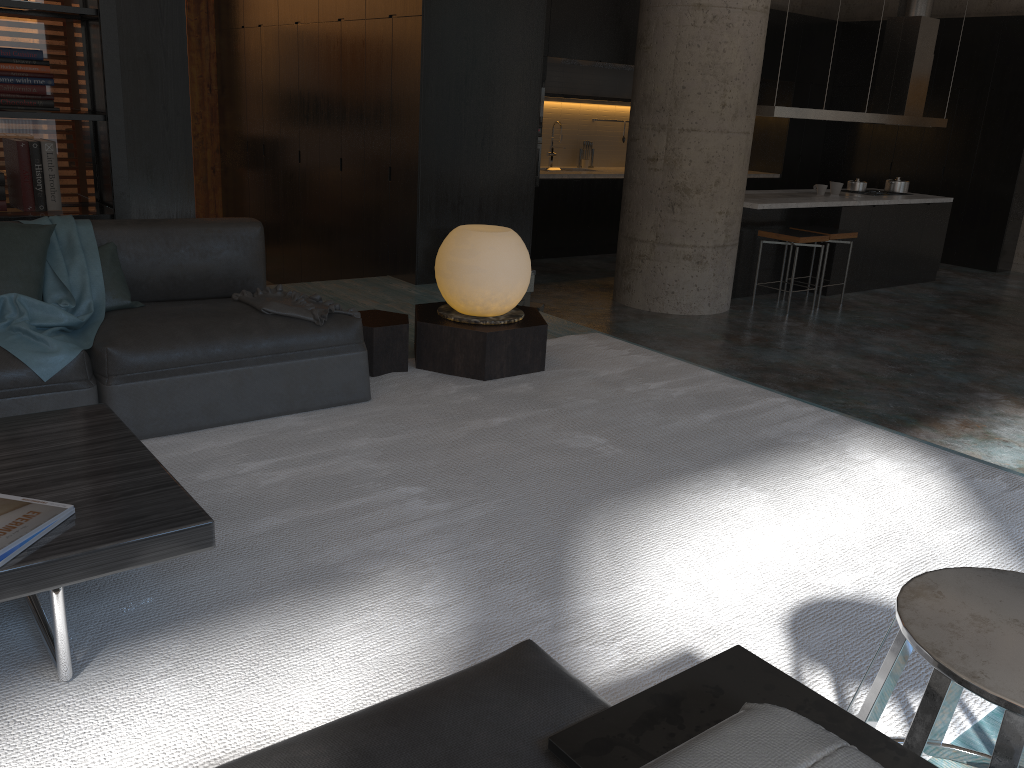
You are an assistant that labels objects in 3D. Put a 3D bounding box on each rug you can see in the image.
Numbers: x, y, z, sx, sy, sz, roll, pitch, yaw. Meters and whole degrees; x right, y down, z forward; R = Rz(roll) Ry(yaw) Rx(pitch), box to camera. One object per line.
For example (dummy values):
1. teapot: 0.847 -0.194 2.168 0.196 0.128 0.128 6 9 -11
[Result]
1. rug: -1.696 0.644 1.670 7.768 0.032 2.954 -10 22 -36

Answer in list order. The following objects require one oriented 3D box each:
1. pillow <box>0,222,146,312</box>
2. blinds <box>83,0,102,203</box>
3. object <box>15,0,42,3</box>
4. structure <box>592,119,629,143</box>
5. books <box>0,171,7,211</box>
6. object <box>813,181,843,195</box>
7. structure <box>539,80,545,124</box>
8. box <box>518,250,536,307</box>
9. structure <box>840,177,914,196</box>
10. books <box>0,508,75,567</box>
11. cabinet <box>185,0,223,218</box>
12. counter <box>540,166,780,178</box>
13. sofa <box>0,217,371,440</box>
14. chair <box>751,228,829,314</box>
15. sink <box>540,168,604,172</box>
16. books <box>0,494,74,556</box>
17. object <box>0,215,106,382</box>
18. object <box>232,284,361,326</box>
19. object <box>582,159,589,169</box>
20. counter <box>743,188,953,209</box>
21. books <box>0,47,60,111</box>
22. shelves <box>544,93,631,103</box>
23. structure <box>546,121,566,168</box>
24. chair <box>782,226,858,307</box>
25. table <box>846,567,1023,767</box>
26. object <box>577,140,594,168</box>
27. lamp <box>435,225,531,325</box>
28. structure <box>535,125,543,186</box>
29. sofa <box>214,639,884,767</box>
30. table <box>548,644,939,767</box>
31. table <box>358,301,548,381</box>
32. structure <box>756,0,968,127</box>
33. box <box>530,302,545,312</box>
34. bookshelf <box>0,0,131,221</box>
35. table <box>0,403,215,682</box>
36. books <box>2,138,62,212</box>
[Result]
1. pillow: -1.698 -0.412 3.233 0.670 0.393 0.320 -7 20 -31
2. blinds: -3.588 -1.424 4.264 2.915 3.160 0.136 -10 22 -36
3. object: -2.586 -2.029 4.519 0.322 0.177 0.323 -10 22 -36
4. structure: 1.476 -3.313 11.688 1.171 0.315 0.074 -10 22 -36
5. books: -2.889 -1.014 4.633 0.393 0.197 0.274 -10 22 -36
6. object: 3.359 -2.081 9.413 0.437 0.133 0.188 -10 22 -36
7. structure: -0.101 -3.074 9.592 0.659 0.450 0.612 -10 22 -36
8. box: -0.021 -0.709 6.071 0.280 0.441 0.331 18 23 38
9. structure: 4.102 -2.251 10.003 0.833 0.187 0.506 -10 22 -36
10. books: -1.126 0.297 1.831 0.318 0.011 0.252 5 18 6
11. cabinet: -3.499 -2.925 9.136 0.267 3.018 1.907 -10 22 -36
12. counter: 1.714 -2.698 11.503 4.360 0.142 1.000 -10 22 -36
13. sofa: -1.679 -0.248 3.373 2.063 0.680 1.019 -10 22 -36
14. chair: 2.562 -1.054 8.228 0.450 0.698 0.450 -10 22 -36
15. sink: 0.627 -2.533 10.747 0.890 0.134 0.458 -10 22 -36
16. books: -1.132 0.285 1.834 0.318 0.011 0.252 7 18 10
17. object: -1.728 -0.364 3.277 0.444 0.438 0.985 0 18 -11
18. object: -0.880 -0.296 3.672 0.429 0.185 0.433 -12 23 -40
19. object: 0.925 -2.778 11.176 0.092 0.117 0.092 4 18 0
20. counter: 3.276 -1.963 9.320 3.500 0.046 1.000 -10 22 -36
21. books: -2.637 -1.614 4.692 0.378 0.303 0.303 -9 22 -35
22. shelves: 1.593 -3.648 11.441 4.362 0.043 0.403 -10 22 -36
23. structure: 0.559 -2.901 10.762 0.125 0.559 0.269 -10 22 -36
24. chair: 2.962 -1.143 8.587 0.450 0.698 0.450 -10 22 -36
25. table: 0.822 0.622 1.457 0.620 0.472 0.620 -9 21 -34
26. object: 0.948 -2.924 11.278 0.291 0.336 0.060 -13 24 -42
27. lamp: -0.139 -0.539 4.264 0.462 0.417 0.462 0 18 -10
28. structure: -0.105 -2.524 9.728 0.664 0.651 0.649 -10 22 -36
29. sofa: -0.490 0.702 0.597 2.063 0.680 1.019 -10 22 -36
30. table: 0.330 0.704 1.257 0.413 0.390 0.420 -10 22 -36
31. table: -0.296 -0.208 4.260 1.044 0.230 0.616 -10 22 -36
32. structure: 3.503 -3.707 8.849 3.117 2.100 0.538 -10 22 -36
33. box: 0.125 -0.516 6.488 0.187 0.140 0.172 8 18 13
34. bookshelf: -3.357 -1.510 3.944 2.900 2.571 0.628 -10 22 -36
35. table: -1.527 0.428 1.880 1.500 0.309 0.900 -10 22 -36
36. books: -2.592 -1.135 4.797 0.191 0.362 0.277 -13 24 -41
